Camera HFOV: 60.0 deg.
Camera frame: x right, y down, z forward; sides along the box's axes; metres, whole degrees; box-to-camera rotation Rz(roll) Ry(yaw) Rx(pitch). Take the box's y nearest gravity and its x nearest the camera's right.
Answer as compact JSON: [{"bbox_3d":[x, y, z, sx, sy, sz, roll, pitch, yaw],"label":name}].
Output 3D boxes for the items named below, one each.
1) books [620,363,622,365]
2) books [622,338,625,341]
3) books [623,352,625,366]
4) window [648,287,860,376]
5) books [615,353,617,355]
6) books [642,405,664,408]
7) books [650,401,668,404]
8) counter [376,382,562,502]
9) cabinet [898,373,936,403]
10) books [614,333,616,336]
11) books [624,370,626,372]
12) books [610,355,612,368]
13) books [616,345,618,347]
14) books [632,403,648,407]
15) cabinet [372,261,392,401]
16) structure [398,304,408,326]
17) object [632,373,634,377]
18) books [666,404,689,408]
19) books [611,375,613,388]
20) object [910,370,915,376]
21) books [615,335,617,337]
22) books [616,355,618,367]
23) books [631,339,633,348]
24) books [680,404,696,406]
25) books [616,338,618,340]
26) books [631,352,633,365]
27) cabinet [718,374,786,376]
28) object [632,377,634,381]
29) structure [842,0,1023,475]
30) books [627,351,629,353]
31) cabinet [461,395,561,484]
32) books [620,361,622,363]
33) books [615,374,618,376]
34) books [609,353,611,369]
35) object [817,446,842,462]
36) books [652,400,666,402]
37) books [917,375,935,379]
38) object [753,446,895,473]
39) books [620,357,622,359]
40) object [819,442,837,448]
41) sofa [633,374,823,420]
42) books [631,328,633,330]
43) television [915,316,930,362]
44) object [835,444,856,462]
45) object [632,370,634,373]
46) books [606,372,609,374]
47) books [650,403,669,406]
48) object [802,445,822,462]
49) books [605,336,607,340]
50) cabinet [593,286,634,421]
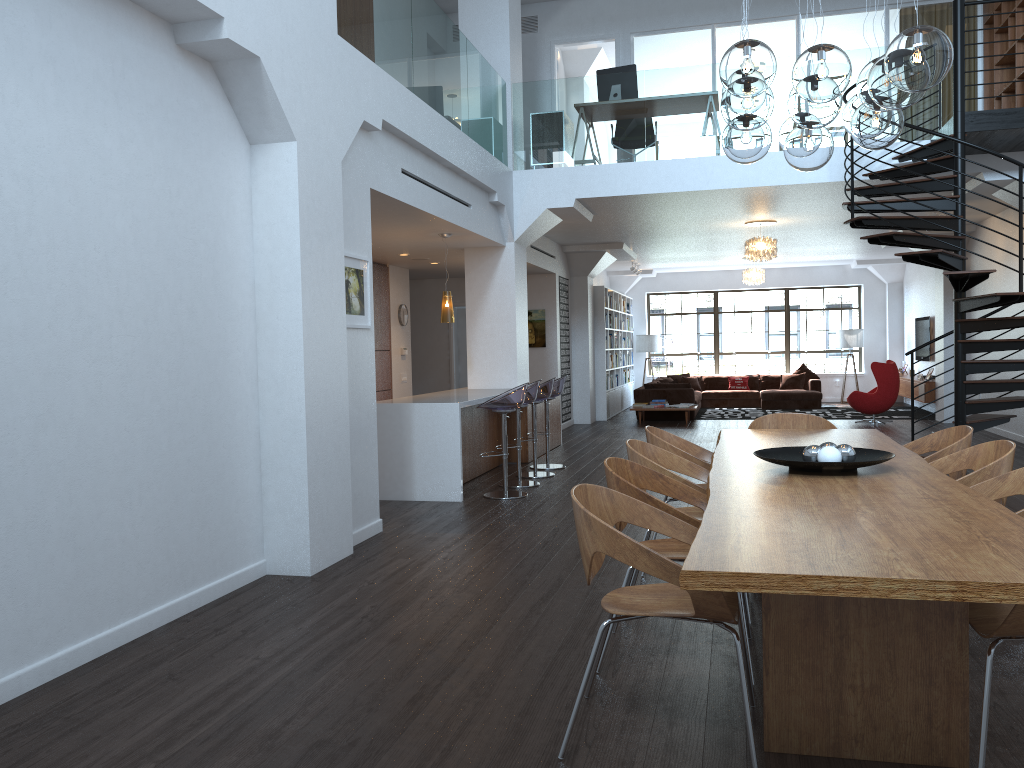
[{"bbox_3d":[2.107,-0.407,18.143,0.251,0.037,0.160,-1,2,19],"label":"books"},{"bbox_3d":[2.356,-0.877,18.977,0.140,0.231,0.042,-1,2,14],"label":"books"},{"bbox_3d":[2.264,-0.519,18.666,0.197,0.290,0.136,-1,2,14],"label":"books"},{"bbox_3d":[5.460,-1.172,20.208,4.648,1.905,0.114,-1,2,14],"label":"window"},{"bbox_3d":[1.990,-0.471,17.560,0.176,0.290,0.036,-1,2,14],"label":"books"},{"bbox_3d":[2.412,0.380,15.156,0.236,0.035,0.340,0,3,39],"label":"books"},{"bbox_3d":[2.574,0.325,15.532,0.279,0.035,0.191,0,2,24],"label":"books"},{"bbox_3d":[0.168,0.557,8.205,3.039,0.860,8.182,-2,2,-15],"label":"counter"},{"bbox_3d":[7.551,0.039,16.701,0.459,0.350,4.501,-1,2,14],"label":"cabinet"},{"bbox_3d":[1.918,-0.963,17.301,0.174,0.045,0.240,-1,2,14],"label":"books"},{"bbox_3d":[2.334,-0.152,18.904,0.176,0.290,0.036,-1,2,14],"label":"books"},{"bbox_3d":[1.798,-0.416,16.796,0.171,0.246,0.057,-1,2,14],"label":"books"},{"bbox_3d":[2.006,-0.763,17.685,0.160,0.039,0.251,-1,2,19],"label":"books"},{"bbox_3d":[2.256,0.364,15.549,0.241,0.045,0.334,-1,2,16],"label":"books"},{"bbox_3d":[-2.582,-0.252,9.587,0.598,2.499,5.299,-1,2,14],"label":"cabinet"},{"bbox_3d":[-1.529,-0.968,12.466,0.040,0.300,0.300,-1,2,14],"label":"structure"},{"bbox_3d":[2.574,-0.188,20.028,0.331,0.088,0.410,-1,2,14],"label":"object"},{"bbox_3d":[2.800,0.374,15.049,0.231,0.040,0.342,-3,3,-36],"label":"books"},{"bbox_3d":[1.820,-0.043,16.863,0.183,0.253,0.042,-1,2,14],"label":"books"},{"bbox_3d":[7.827,-0.222,17.341,0.089,0.110,0.089,-3,3,-31],"label":"object"},{"bbox_3d":[1.987,-0.955,17.718,0.223,0.027,0.161,-1,2,4],"label":"books"},{"bbox_3d":[1.991,-0.451,17.524,0.183,0.253,0.034,-1,2,14],"label":"books"},{"bbox_3d":[2.633,-0.918,20.101,0.182,0.215,0.188,-1,2,14],"label":"books"},{"bbox_3d":[3.034,0.358,15.344,0.256,0.035,0.350,0,3,39],"label":"books"},{"bbox_3d":[2.002,-0.889,17.686,0.183,0.042,0.253,-1,2,14],"label":"books"},{"bbox_3d":[2.657,-0.586,20.177,0.176,0.290,0.053,-1,2,14],"label":"books"},{"bbox_3d":[5.358,0.113,19.729,1.520,0.625,0.350,-1,2,14],"label":"cabinet"},{"bbox_3d":[2.576,-0.099,20.032,0.331,0.088,0.410,-1,2,14],"label":"object"},{"bbox_3d":[4.068,-1.275,8.058,1.998,4.352,1.998,-2,2,-25],"label":"structure"},{"bbox_3d":[2.398,-0.695,19.221,0.224,0.030,0.161,0,2,24],"label":"books"},{"bbox_3d":[-0.321,0.523,10.003,0.898,0.796,4.493,-1,2,14],"label":"cabinet"},{"bbox_3d":[2.108,-0.446,18.166,0.259,0.040,0.180,-1,2,14],"label":"books"},{"bbox_3d":[2.062,-0.075,17.818,0.140,0.231,0.042,-1,2,14],"label":"books"},{"bbox_3d":[1.761,-0.432,16.674,0.176,0.290,0.053,-1,2,14],"label":"books"},{"bbox_3d":[1.369,0.318,3.823,0.100,0.100,0.100,-3,3,-31],"label":"object"},{"bbox_3d":[2.578,0.294,15.528,0.224,0.027,0.157,-1,2,19],"label":"books"},{"bbox_3d":[7.424,-0.124,15.860,0.250,0.053,0.400,-1,2,14],"label":"books"},{"bbox_3d":[1.373,0.340,3.920,0.592,0.066,0.592,-2,2,-28],"label":"object"},{"bbox_3d":[2.110,-0.528,18.140,0.253,0.040,0.183,-1,2,14],"label":"books"},{"bbox_3d":[1.418,0.309,3.976,0.100,0.100,0.100,-3,3,-31],"label":"object"},{"bbox_3d":[4.349,0.205,17.406,3.481,0.664,4.197,-1,2,14],"label":"sofa"},{"bbox_3d":[2.564,-1.236,19.986,0.284,0.033,0.197,0,3,29],"label":"books"},{"bbox_3d":[7.668,-0.838,16.566,0.013,0.816,1.324,-1,2,14],"label":"television"},{"bbox_3d":[1.452,0.312,3.880,0.100,0.100,0.100,-3,3,-31],"label":"object"},{"bbox_3d":[2.565,-0.275,20.027,0.316,0.088,0.410,-1,2,14],"label":"object"},{"bbox_3d":[1.636,-0.196,16.114,0.223,0.027,0.161,0,2,24],"label":"books"},{"bbox_3d":[2.579,0.361,15.529,0.312,0.037,0.216,-1,2,4],"label":"books"},{"bbox_3d":[1.335,0.318,3.921,0.100,0.100,0.100,-3,3,-31],"label":"object"},{"bbox_3d":[1.670,-0.757,16.255,0.140,0.231,0.042,-1,2,14],"label":"books"},{"bbox_3d":[1.997,-0.641,18.072,0.461,2.414,4.500,-1,2,14],"label":"cabinet"}]
